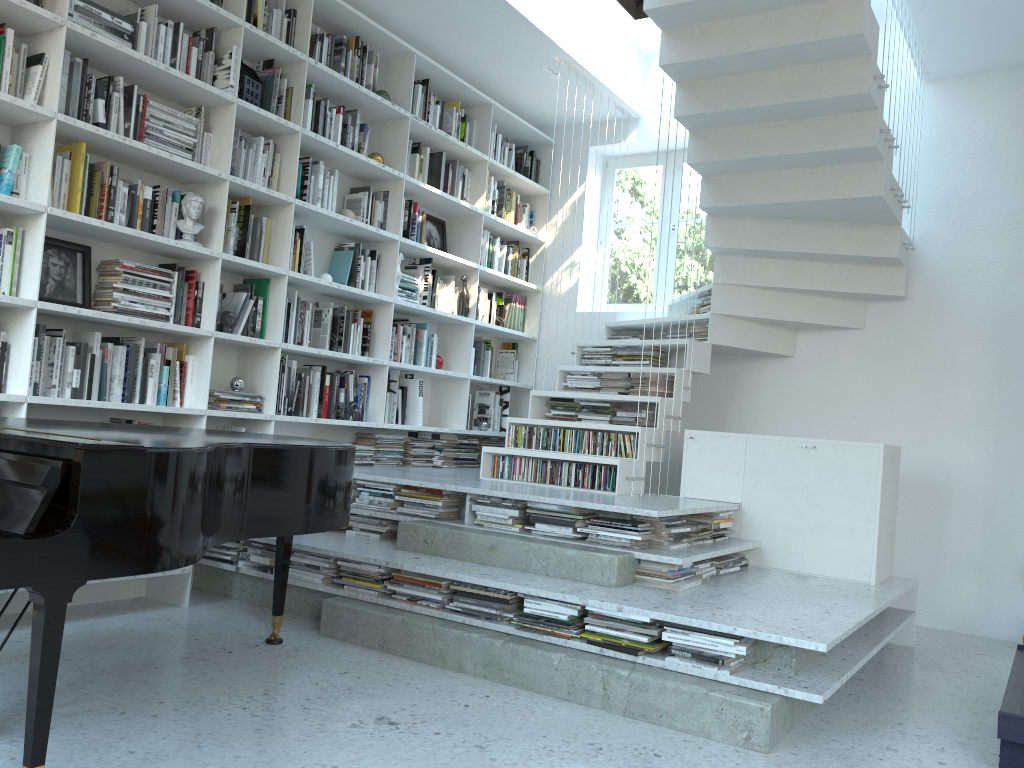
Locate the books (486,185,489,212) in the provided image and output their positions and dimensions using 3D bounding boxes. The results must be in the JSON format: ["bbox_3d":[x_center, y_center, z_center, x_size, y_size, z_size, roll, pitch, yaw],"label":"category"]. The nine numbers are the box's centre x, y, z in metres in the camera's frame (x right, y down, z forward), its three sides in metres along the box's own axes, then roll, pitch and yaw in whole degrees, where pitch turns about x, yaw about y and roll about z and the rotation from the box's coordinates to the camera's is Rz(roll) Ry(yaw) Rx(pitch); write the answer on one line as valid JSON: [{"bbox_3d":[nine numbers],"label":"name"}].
[{"bbox_3d":[-0.243,-1.259,6.063,0.165,0.205,0.024,3,-3,32],"label":"books"}]

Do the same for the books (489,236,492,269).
[{"bbox_3d":[-0.220,-0.909,6.295,0.152,0.270,0.025,3,-3,32],"label":"books"}]

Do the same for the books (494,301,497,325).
[{"bbox_3d":[-0.179,-0.497,6.423,0.138,0.207,0.014,3,-3,32],"label":"books"}]

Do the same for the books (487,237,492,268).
[{"bbox_3d":[-0.223,-0.905,6.274,0.158,0.260,0.013,3,-3,32],"label":"books"}]

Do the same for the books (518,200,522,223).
[{"bbox_3d":[-0.001,-1.235,6.604,0.154,0.254,0.070,3,-3,32],"label":"books"}]

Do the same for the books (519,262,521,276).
[{"bbox_3d":[-0.020,-0.850,6.609,0.177,0.220,0.025,3,-3,32],"label":"books"}]

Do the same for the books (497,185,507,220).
[{"bbox_3d":[-0.131,-1.264,6.240,0.189,0.253,0.023,3,-3,32],"label":"books"}]

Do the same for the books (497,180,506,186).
[{"bbox_3d":[-0.121,-1.284,6.263,0.152,0.296,0.022,3,-3,32],"label":"books"}]

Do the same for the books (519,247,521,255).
[{"bbox_3d":[-0.007,-0.879,6.641,0.149,0.283,0.013,3,-3,32],"label":"books"}]

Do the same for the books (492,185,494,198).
[{"bbox_3d":[-0.211,-1.262,6.118,0.161,0.223,0.049,3,-3,32],"label":"books"}]

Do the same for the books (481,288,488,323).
[{"bbox_3d":[-0.256,-0.540,6.241,0.176,0.261,0.056,3,-3,32],"label":"books"}]

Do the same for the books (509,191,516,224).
[{"bbox_3d":[-0.094,-1.250,6.352,0.247,0.242,0.042,3,-3,32],"label":"books"}]

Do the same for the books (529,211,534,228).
[{"bbox_3d":[0.088,-1.202,6.728,0.170,0.216,0.011,3,-3,32],"label":"books"}]

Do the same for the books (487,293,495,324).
[{"bbox_3d":[-0.213,-0.525,6.320,0.181,0.247,0.022,3,-3,32],"label":"books"}]

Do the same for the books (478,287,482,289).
[{"bbox_3d":[-0.287,-0.546,6.214,0.157,0.265,0.022,3,-3,32],"label":"books"}]

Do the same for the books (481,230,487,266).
[{"bbox_3d":[-0.263,-0.926,6.181,0.185,0.285,0.014,3,-3,32],"label":"books"}]

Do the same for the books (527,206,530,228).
[{"bbox_3d":[0.061,-1.220,6.717,0.160,0.246,0.040,3,-3,32],"label":"books"}]

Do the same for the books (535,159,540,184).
[{"bbox_3d":[0.118,-1.578,6.738,0.187,0.237,0.025,3,-3,32],"label":"books"}]

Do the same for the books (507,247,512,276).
[{"bbox_3d":[-0.080,-0.876,6.526,0.160,0.252,0.025,3,-3,32],"label":"books"}]

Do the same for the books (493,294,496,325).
[{"bbox_3d":[-0.192,-0.524,6.388,0.161,0.254,0.012,3,-3,32],"label":"books"}]

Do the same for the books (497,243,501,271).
[{"bbox_3d":[-0.162,-0.890,6.403,0.161,0.254,0.012,3,-3,32],"label":"books"}]

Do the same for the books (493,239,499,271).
[{"bbox_3d":[-0.185,-0.900,6.329,0.172,0.262,0.022,3,-3,32],"label":"books"}]

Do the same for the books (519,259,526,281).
[{"bbox_3d":[0.014,-0.833,6.648,0.192,0.195,0.029,3,-3,32],"label":"books"}]

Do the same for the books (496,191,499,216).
[{"bbox_3d":[-0.161,-1.246,6.229,0.134,0.211,0.025,3,-3,32],"label":"books"}]

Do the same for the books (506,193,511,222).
[{"bbox_3d":[-0.090,-1.241,6.316,0.174,0.222,0.013,3,-3,32],"label":"books"}]

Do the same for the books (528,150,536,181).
[{"bbox_3d":[0.088,-1.608,6.678,0.189,0.286,0.014,3,-3,32],"label":"books"}]

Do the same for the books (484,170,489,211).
[{"bbox_3d":[-0.247,-1.304,6.051,0.183,0.294,0.010,3,-3,32],"label":"books"}]

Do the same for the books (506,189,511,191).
[{"bbox_3d":[-0.090,-1.270,6.462,0.165,0.295,0.010,3,-3,32],"label":"books"}]

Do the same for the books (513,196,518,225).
[{"bbox_3d":[-0.038,-1.245,6.532,0.160,0.261,0.022,3,-3,32],"label":"books"}]

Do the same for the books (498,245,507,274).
[{"bbox_3d":[-0.130,-0.882,6.416,0.177,0.245,0.045,3,-3,32],"label":"books"}]

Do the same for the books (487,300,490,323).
[{"bbox_3d":[-0.239,-0.501,6.272,0.169,0.189,0.023,3,-3,32],"label":"books"}]

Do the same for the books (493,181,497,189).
[{"bbox_3d":[-0.186,-1.277,6.174,0.158,0.263,0.023,3,-3,32],"label":"books"}]

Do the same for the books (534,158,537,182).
[{"bbox_3d":[0.097,-1.586,6.728,0.185,0.248,0.014,3,-3,32],"label":"books"}]

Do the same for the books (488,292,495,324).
[{"bbox_3d":[-0.208,-0.530,6.347,0.171,0.259,0.029,3,-3,32],"label":"books"}]

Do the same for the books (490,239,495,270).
[{"bbox_3d":[-0.199,-0.901,6.311,0.156,0.259,0.024,3,-3,32],"label":"books"}]

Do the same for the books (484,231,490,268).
[{"bbox_3d":[-0.242,-0.925,6.242,0.165,0.292,0.012,3,-3,32],"label":"books"}]

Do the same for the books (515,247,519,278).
[{"bbox_3d":[-0.039,-0.879,6.563,0.173,0.268,0.028,3,-3,32],"label":"books"}]

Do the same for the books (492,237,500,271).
[{"bbox_3d":[-0.174,-0.909,6.354,0.166,0.283,0.030,3,-3,32],"label":"books"}]

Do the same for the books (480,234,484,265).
[{"bbox_3d":[-0.286,-0.914,6.171,0.173,0.256,0.026,3,-3,32],"label":"books"}]

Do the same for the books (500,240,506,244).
[{"bbox_3d":[-0.114,-0.901,6.488,0.132,0.291,0.024,3,-3,32],"label":"books"}]

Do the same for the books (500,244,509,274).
[{"bbox_3d":[-0.117,-0.886,6.448,0.184,0.258,0.023,3,-3,32],"label":"books"}]

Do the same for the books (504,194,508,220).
[{"bbox_3d":[-0.119,-1.238,6.278,0.184,0.206,0.014,3,-3,32],"label":"books"}]

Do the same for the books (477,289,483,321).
[{"bbox_3d":[-0.291,-0.538,6.187,0.180,0.245,0.026,3,-3,32],"label":"books"}]

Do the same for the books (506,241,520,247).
[{"bbox_3d":[-0.019,-0.904,6.636,0.140,0.330,0.013,3,-3,32],"label":"books"}]

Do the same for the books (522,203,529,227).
[{"bbox_3d":[0.042,-1.229,6.688,0.163,0.258,0.029,3,-3,32],"label":"books"}]

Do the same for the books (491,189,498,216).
[{"bbox_3d":[-0.188,-1.244,6.145,0.189,0.193,0.024,3,-3,32],"label":"books"}]

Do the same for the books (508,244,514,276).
[{"bbox_3d":[-0.061,-0.889,6.538,0.151,0.283,0.012,3,-3,32],"label":"books"}]

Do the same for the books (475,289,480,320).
[{"bbox_3d":[-0.311,-0.540,6.157,0.170,0.243,0.022,3,-3,32],"label":"books"}]

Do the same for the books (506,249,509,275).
[{"bbox_3d":[-0.103,-0.871,6.509,0.145,0.237,0.028,3,-3,32],"label":"books"}]

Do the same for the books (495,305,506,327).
[{"bbox_3d":[-0.136,-0.481,6.417,0.191,0.181,0.024,3,-3,32],"label":"books"}]

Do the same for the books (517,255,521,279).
[{"bbox_3d":[-0.026,-0.848,6.583,0.188,0.211,0.025,3,-3,32],"label":"books"}]

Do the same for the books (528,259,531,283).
[{"bbox_3d":[0.056,-0.838,6.725,0.184,0.219,0.021,3,-3,32],"label":"books"}]

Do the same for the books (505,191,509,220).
[{"bbox_3d":[-0.104,-1.250,6.311,0.165,0.237,0.012,3,-3,32],"label":"books"}]

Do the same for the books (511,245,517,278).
[{"bbox_3d":[-0.052,-0.885,6.547,0.188,0.277,0.013,3,-3,32],"label":"books"}]

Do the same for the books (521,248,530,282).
[{"bbox_3d":[0.043,-0.877,6.699,0.186,0.292,0.042,3,-3,32],"label":"books"}]

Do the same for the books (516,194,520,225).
[{"bbox_3d":[-0.028,-1.255,6.567,0.163,0.287,0.023,3,-3,32],"label":"books"}]

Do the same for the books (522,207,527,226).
[{"bbox_3d":[0.023,-1.210,6.641,0.180,0.213,0.023,3,-3,32],"label":"books"}]

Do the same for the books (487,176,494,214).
[{"bbox_3d":[-0.220,-1.285,6.081,0.189,0.263,0.026,3,-3,32],"label":"books"}]
